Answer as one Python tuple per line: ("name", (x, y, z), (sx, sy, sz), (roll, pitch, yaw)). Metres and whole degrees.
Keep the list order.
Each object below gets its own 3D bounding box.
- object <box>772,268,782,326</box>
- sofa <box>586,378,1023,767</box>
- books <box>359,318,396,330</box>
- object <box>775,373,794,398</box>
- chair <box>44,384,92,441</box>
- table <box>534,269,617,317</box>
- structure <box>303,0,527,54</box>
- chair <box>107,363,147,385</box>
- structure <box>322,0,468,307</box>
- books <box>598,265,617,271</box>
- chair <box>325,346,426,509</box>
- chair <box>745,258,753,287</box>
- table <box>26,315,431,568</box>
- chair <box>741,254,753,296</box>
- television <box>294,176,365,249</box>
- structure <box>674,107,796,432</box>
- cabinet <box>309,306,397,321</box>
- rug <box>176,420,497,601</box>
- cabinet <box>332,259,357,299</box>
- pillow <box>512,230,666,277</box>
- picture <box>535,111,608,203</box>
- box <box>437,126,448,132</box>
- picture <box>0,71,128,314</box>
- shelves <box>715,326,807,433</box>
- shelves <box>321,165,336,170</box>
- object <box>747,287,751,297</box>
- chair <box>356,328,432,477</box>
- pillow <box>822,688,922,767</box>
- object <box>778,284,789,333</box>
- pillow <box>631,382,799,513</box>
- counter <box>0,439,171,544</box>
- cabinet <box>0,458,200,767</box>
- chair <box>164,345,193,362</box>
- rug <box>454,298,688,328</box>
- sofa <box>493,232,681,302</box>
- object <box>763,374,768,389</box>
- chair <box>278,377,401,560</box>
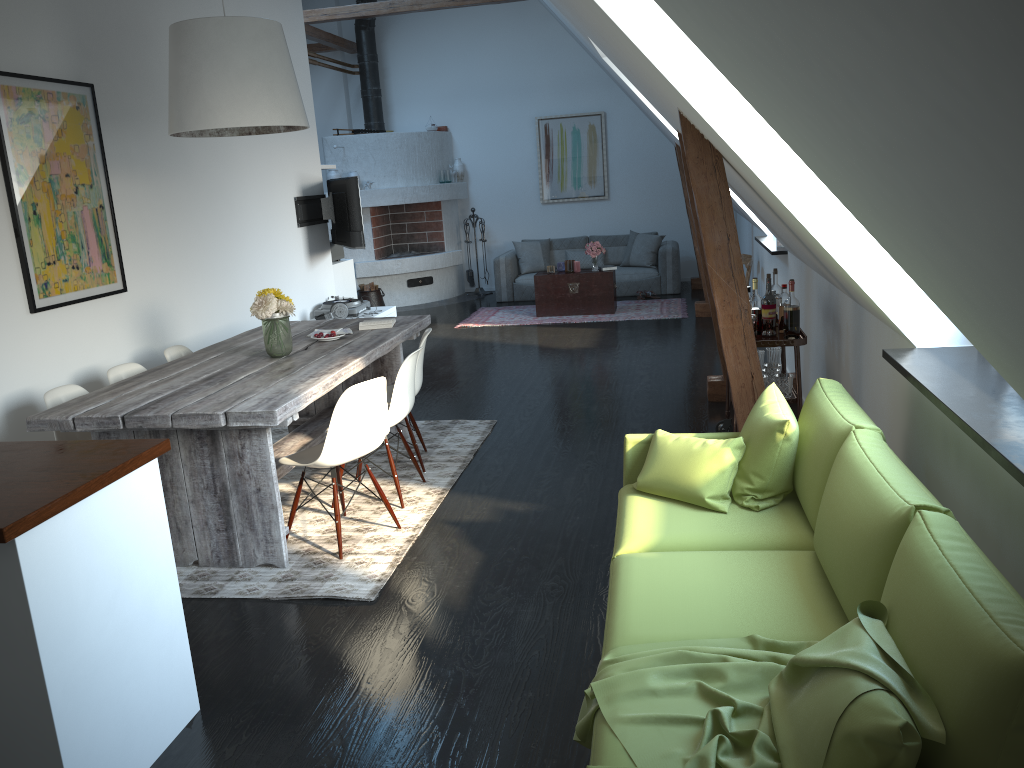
("object", (1.474, -0.486, 4.962), (0.073, 0.320, 0.073), (-4, 13, 2))
("sofa", (0.708, 0.615, 2.511), (0.898, 0.825, 2.093), (-2, 13, 10))
("books", (-0.838, -0.383, 5.528), (0.202, 0.042, 0.251), (-4, 13, -1))
("object", (1.425, 0.010, 4.646), (0.095, 0.119, 0.095), (-11, 15, -26))
("chair", (-1.900, 0.399, 4.292), (0.542, 0.801, 0.465), (-1, 13, 12))
("table", (0.755, -1.083, 10.466), (0.962, 0.492, 0.471), (-2, 13, 11))
("structure", (-3.298, -3.743, 7.644), (10.230, 3.562, 15.910), (0, 14, 16))
("chair", (-1.817, 0.287, 4.745), (0.542, 0.801, 0.465), (0, 14, 16))
("structure", (-2.239, -3.577, 12.859), (3.058, 4.752, 3.049), (0, 14, 19))
("books", (1.113, -1.366, 10.425), (0.179, 0.034, 0.243), (-7, 13, -11))
("chair", (-0.708, 0.213, 4.716), (0.542, 0.801, 0.465), (-1, 13, 12))
("chair", (2.163, -0.854, 8.603), (0.342, 0.696, 0.329), (-1, 13, 12))
("table", (-1.277, 0.219, 4.898), (1.141, 0.788, 2.421), (-2, 13, 11))
("chair", (2.252, -0.950, 8.985), (0.342, 0.696, 0.329), (-6, 13, -6))
("television", (-1.764, -1.537, 8.114), (0.537, 0.652, 1.005), (-10, 14, -23))
("structure", (1.594, -0.779, 5.739), (1.023, 1.963, 12.350), (-2, 13, 11))
("cabinet", (-1.469, -0.365, 8.066), (0.623, 0.507, 1.069), (-2, 13, 11))
("rug", (-1.259, 0.589, 5.006), (1.898, 0.022, 2.677), (-2, 13, 11))
("cabinet", (-2.080, -0.757, 9.020), (0.869, 0.921, 0.638), (-2, 13, 11))
("pillow", (1.031, -1.769, 11.940), (2.075, 0.515, 0.444), (-2, 13, 11))
("picture", (0.841, -3.181, 12.479), (0.965, 1.185, 0.025), (-2, 13, 11))
("box", (-1.042, -3.626, 12.638), (0.229, 0.078, 0.127), (-2, 13, 11))
("picture", (-2.411, -1.028, 4.767), (0.036, 1.181, 0.808), (-2, 13, 11))
("shelves", (1.390, 0.047, 4.922), (0.438, 0.732, 0.803), (-3, 13, 7))
("shelves", (-2.568, -2.069, 8.687), (1.604, 0.038, 0.478), (-2, 13, 11))
("object", (1.361, -0.459, 5.127), (0.087, 0.206, 0.087), (5, 16, 35))
("chair", (-0.707, 0.092, 5.229), (0.542, 0.801, 0.465), (-5, 13, -3))
("pillow", (0.660, 0.661, 1.739), (0.210, 0.275, 0.462), (-2, 13, 9))
("object", (1.465, -0.408, 4.770), (0.067, 0.257, 0.099), (0, 14, 16))
("pillow", (0.728, 0.246, 3.220), (0.600, 0.387, 0.475), (-2, 13, 8))
("counter", (-1.327, 0.552, 1.286), (3.365, 0.038, 3.085), (-2, 13, 11))
("cabinet", (-1.775, 0.298, 1.279), (4.208, 2.369, 3.033), (-2, 13, 11))
("chair", (-1.712, 0.160, 5.255), (0.542, 0.801, 0.465), (-3, 13, 7))
("rug", (0.747, -0.855, 10.547), (2.647, 0.029, 1.512), (-2, 13, 11))
("sofa", (1.041, -1.621, 12.077), (2.458, 0.770, 1.107), (-2, 13, 11))
("object", (1.298, 0.015, 4.668), (0.095, 0.119, 0.095), (-11, 15, -26))
("chair", (-0.812, 0.350, 4.164), (0.542, 0.801, 0.465), (6, 16, 36))
